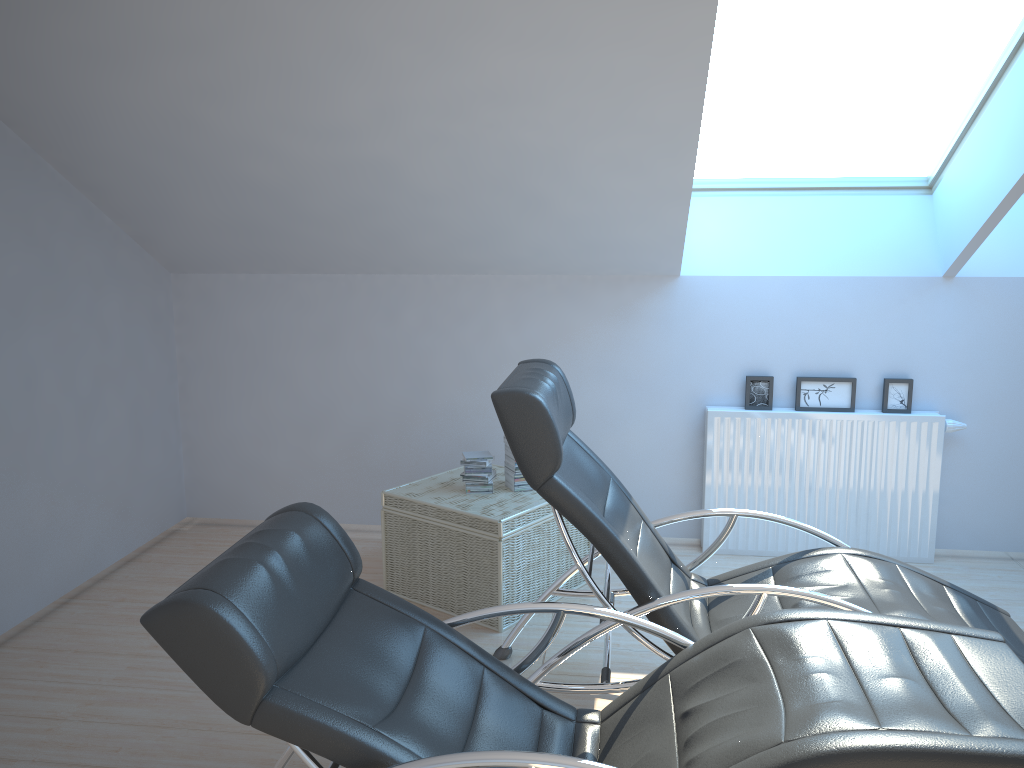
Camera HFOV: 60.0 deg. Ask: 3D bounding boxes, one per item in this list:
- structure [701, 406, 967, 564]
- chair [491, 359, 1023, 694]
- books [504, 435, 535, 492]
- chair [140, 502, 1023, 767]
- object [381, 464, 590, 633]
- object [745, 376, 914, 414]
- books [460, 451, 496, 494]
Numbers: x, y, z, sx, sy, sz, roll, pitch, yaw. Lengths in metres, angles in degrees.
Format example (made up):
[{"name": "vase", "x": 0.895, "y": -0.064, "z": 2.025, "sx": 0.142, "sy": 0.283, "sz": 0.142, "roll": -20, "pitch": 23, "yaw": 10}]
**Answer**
[{"name": "structure", "x": 1.703, "y": 0.537, "z": 4.747, "sx": 1.324, "sy": 0.800, "sz": 0.120, "roll": 1, "pitch": 10, "yaw": 8}, {"name": "chair", "x": 0.830, "y": 0.591, "z": 3.074, "sx": 1.938, "sy": 1.251, "sz": 0.836, "roll": 1, "pitch": 10, "yaw": 8}, {"name": "books", "x": 0.044, "y": 0.364, "z": 4.285, "sx": 0.149, "sy": 0.300, "sz": 0.149, "roll": -4, "pitch": 10, "yaw": -21}, {"name": "chair", "x": 0.195, "y": 0.888, "z": 2.213, "sx": 2.114, "sy": 0.953, "sz": 0.836, "roll": 1, "pitch": 10, "yaw": 8}, {"name": "object", "x": -0.114, "y": 0.754, "z": 4.350, "sx": 0.744, "sy": 0.518, "sz": 0.745, "roll": 7, "pitch": 12, "yaw": 37}, {"name": "object", "x": 1.672, "y": 0.055, "z": 4.697, "sx": 0.846, "sy": 0.180, "sz": 0.030, "roll": 1, "pitch": 10, "yaw": 8}, {"name": "books", "x": -0.164, "y": 0.428, "z": 4.261, "sx": 0.165, "sy": 0.184, "sz": 0.162, "roll": 1, "pitch": 10, "yaw": 6}]
